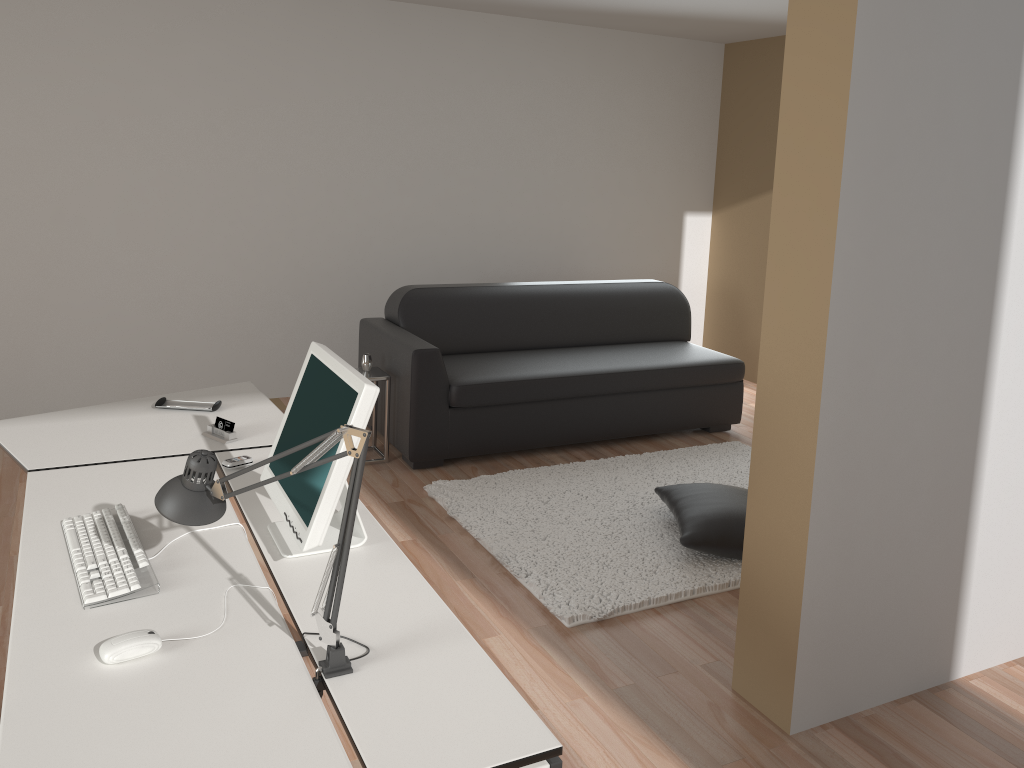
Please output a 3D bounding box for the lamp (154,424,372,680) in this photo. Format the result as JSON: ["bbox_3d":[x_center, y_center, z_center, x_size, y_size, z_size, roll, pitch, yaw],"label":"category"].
[{"bbox_3d":[-0.470,0.287,1.687,0.543,0.520,0.141,8,10,28],"label":"lamp"}]

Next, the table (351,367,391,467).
[{"bbox_3d":[-0.802,0.170,4.692,0.239,0.461,0.231,-2,10,-27],"label":"table"}]

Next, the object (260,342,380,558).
[{"bbox_3d":[-0.466,0.157,2.104,0.198,0.423,0.475,-2,12,-27],"label":"object"}]

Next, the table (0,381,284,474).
[{"bbox_3d":[-1.265,0.460,2.997,0.928,0.676,0.825,-4,13,-29],"label":"table"}]

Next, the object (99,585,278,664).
[{"bbox_3d":[-0.629,0.469,1.723,0.142,0.078,0.374,13,17,40],"label":"object"}]

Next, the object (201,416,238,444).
[{"bbox_3d":[-0.937,0.145,2.820,0.131,0.054,0.049,13,15,37],"label":"object"}]

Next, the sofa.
[{"bbox_3d":[0.294,-0.143,5.366,2.263,0.820,0.969,-4,13,-27],"label":"sofa"}]

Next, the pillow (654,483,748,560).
[{"bbox_3d":[0.959,0.588,3.832,0.581,0.206,0.623,2,14,-2],"label":"pillow"}]

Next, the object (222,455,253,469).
[{"bbox_3d":[-0.799,0.228,2.563,0.048,0.021,0.085,14,18,40],"label":"object"}]

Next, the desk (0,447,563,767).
[{"bbox_3d":[-0.649,0.747,1.975,0.806,0.674,1.633,-3,14,-26],"label":"desk"}]

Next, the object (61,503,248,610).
[{"bbox_3d":[-0.806,0.382,2.040,0.389,0.078,0.464,-6,16,-31],"label":"object"}]

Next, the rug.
[{"bbox_3d":[0.753,0.596,4.156,2.029,0.044,1.478,-5,16,-27],"label":"rug"}]

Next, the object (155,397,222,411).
[{"bbox_3d":[-1.147,0.071,3.123,0.216,0.030,0.091,3,14,3],"label":"object"}]

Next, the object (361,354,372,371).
[{"bbox_3d":[-0.778,-0.116,4.716,0.058,0.085,0.058,9,11,32],"label":"object"}]
